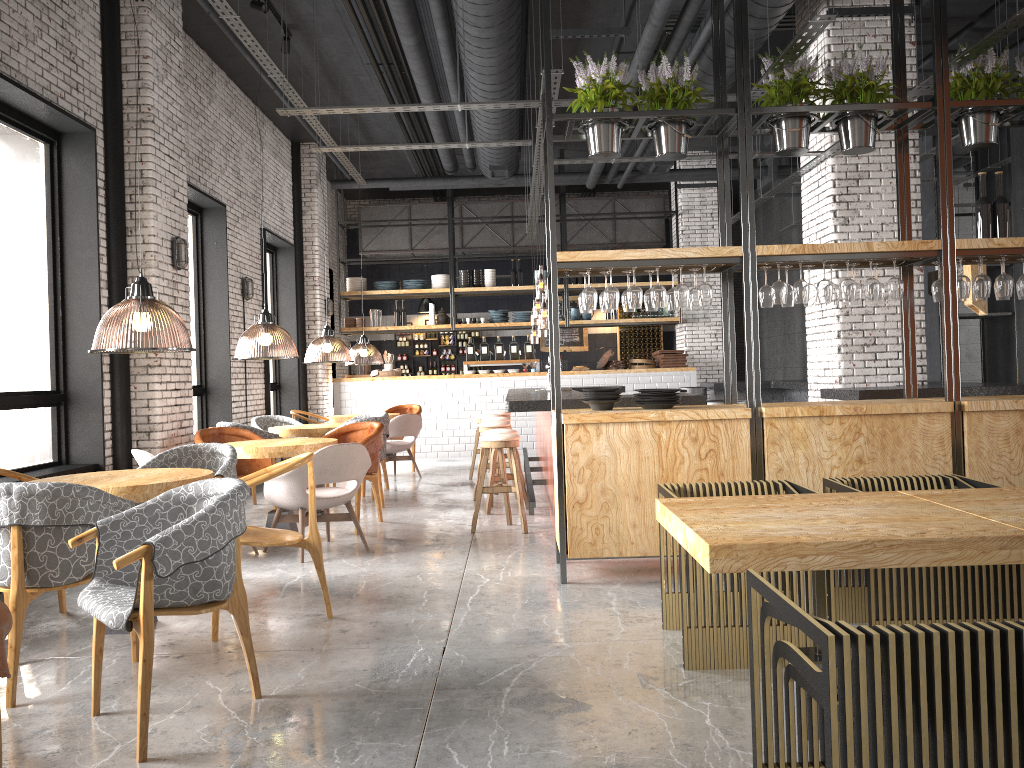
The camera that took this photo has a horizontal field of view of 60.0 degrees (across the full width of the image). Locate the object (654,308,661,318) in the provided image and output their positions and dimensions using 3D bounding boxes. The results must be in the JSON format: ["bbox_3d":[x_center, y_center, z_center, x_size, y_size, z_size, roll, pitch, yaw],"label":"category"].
[{"bbox_3d":[2.431,-1.188,14.836,0.118,0.181,0.118,-2,0,-24],"label":"object"}]

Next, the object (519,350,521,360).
[{"bbox_3d":[0.133,-0.479,14.597,0.024,0.164,0.062,-2,0,-10],"label":"object"}]

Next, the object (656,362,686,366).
[{"bbox_3d":[2.602,-0.330,14.542,0.405,0.044,0.636,-2,1,3],"label":"object"}]

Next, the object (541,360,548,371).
[{"bbox_3d":[0.575,-0.302,14.523,0.181,0.168,0.170,-2,0,10],"label":"object"}]

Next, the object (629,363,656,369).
[{"bbox_3d":[2.147,-0.298,14.554,0.437,0.097,0.437,-2,1,25],"label":"object"}]

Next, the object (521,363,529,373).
[{"bbox_3d":[0.214,-0.268,14.373,0.122,0.165,0.112,-2,0,34],"label":"object"}]

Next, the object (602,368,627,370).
[{"bbox_3d":[1.713,-0.245,14.595,0.458,0.019,0.407,-1,1,35],"label":"object"}]

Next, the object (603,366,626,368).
[{"bbox_3d":[1.707,-0.277,14.596,0.458,0.019,0.407,-1,1,28],"label":"object"}]

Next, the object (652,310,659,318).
[{"bbox_3d":[2.407,-1.370,15.011,0.157,0.554,0.105,-2,0,4],"label":"object"}]

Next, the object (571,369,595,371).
[{"bbox_3d":[1.178,-0.228,14.519,0.406,0.019,0.458,-1,1,42],"label":"object"}]

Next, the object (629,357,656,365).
[{"bbox_3d":[2.148,-0.365,14.557,0.440,0.154,0.437,-2,1,-43],"label":"object"}]

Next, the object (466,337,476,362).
[{"bbox_3d":[-0.688,-0.574,14.681,0.154,0.404,0.154,-2,0,0],"label":"object"}]

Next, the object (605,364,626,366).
[{"bbox_3d":[1.673,-0.308,14.581,0.406,0.019,0.458,-2,1,14],"label":"object"}]

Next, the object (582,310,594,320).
[{"bbox_3d":[1.266,-1.176,14.964,0.166,0.230,0.198,-2,0,-29],"label":"object"}]

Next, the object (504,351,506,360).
[{"bbox_3d":[-0.114,-0.471,14.620,0.031,0.164,0.046,-2,0,25],"label":"object"}]

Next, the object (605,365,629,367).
[{"bbox_3d":[1.699,-0.293,14.596,0.458,0.019,0.406,-2,1,-31],"label":"object"}]

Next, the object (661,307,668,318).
[{"bbox_3d":[2.552,-1.192,14.854,0.118,0.181,0.118,-2,0,-16],"label":"object"}]

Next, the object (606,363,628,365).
[{"bbox_3d":[1.688,-0.325,14.593,0.406,0.019,0.458,-1,1,43],"label":"object"}]

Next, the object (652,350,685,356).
[{"bbox_3d":[2.545,-0.505,14.481,0.406,0.094,0.636,-2,1,-2],"label":"object"}]

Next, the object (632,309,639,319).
[{"bbox_3d":[2.066,-1.176,14.850,0.118,0.181,0.118,-2,0,-36],"label":"object"}]

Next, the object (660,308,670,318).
[{"bbox_3d":[2.597,-1.302,15.025,0.157,0.406,0.105,-2,0,4],"label":"object"}]

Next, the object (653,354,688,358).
[{"bbox_3d":[2.598,-0.462,14.543,0.405,0.044,0.636,-2,1,-6],"label":"object"}]

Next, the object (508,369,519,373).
[{"bbox_3d":[0.024,-0.209,14.343,0.216,0.060,0.324,-2,1,0],"label":"object"}]

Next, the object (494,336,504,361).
[{"bbox_3d":[-0.213,-0.589,14.680,0.154,0.404,0.154,-2,0,0],"label":"object"}]

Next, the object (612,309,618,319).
[{"bbox_3d":[1.736,-1.312,14.995,0.098,0.471,0.098,-2,0,8],"label":"object"}]

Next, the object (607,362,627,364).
[{"bbox_3d":[1.714,-0.342,14.595,0.458,0.019,0.407,-1,1,42],"label":"object"}]

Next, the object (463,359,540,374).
[{"bbox_3d":[-0.164,-0.113,14.676,1.250,0.551,0.315,-2,0,0],"label":"object"}]

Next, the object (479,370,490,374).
[{"bbox_3d":[-0.447,-0.194,14.338,0.216,0.059,0.324,-2,1,0],"label":"object"}]

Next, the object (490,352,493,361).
[{"bbox_3d":[-0.345,-0.464,14.615,0.039,0.164,0.077,-2,-1,45],"label":"object"}]

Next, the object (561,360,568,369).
[{"bbox_3d":[0.802,-0.310,14.615,0.181,0.168,0.170,-2,0,-20],"label":"object"}]

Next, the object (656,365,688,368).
[{"bbox_3d":[2.603,-0.285,14.542,0.405,0.044,0.636,-2,1,-4],"label":"object"}]

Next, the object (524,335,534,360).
[{"bbox_3d":[0.279,-0.605,14.679,0.154,0.404,0.154,-2,0,0],"label":"object"}]

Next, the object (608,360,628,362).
[{"bbox_3d":[1.689,-0.373,14.595,0.458,0.019,0.406,-2,1,-43],"label":"object"}]

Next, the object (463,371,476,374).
[{"bbox_3d":[-0.680,-0.185,14.351,0.216,0.056,0.324,-2,1,0],"label":"object"}]

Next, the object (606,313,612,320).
[{"bbox_3d":[1.629,-1.308,14.995,0.098,0.471,0.098,-2,0,-12],"label":"object"}]

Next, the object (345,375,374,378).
[{"bbox_3d":[-2.514,-0.123,14.624,0.411,0.050,0.411,-2,1,-1],"label":"object"}]

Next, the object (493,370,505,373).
[{"bbox_3d":[-0.207,-0.200,14.360,0.216,0.056,0.324,-2,1,0],"label":"object"}]

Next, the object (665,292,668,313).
[{"bbox_3d":[2.595,-1.378,15.021,0.140,0.550,0.096,-2,0,4],"label":"object"}]

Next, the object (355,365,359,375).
[{"bbox_3d":[-2.529,-0.298,14.522,0.070,0.368,0.107,-2,0,-1],"label":"object"}]

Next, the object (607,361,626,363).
[{"bbox_3d":[1.708,-0.358,14.596,0.458,0.019,0.407,-1,1,33],"label":"object"}]

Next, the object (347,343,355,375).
[{"bbox_3d":[-2.635,-0.388,14.510,0.106,0.554,0.157,-2,0,-1],"label":"object"}]

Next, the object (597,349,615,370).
[{"bbox_3d":[1.524,-0.396,14.489,0.242,0.338,0.488,-2,0,-14],"label":"object"}]

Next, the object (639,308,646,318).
[{"bbox_3d":[2.188,-1.180,14.832,0.118,0.181,0.118,-2,0,-41],"label":"object"}]

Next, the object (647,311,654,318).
[{"bbox_3d":[2.311,-1.184,14.822,0.118,0.181,0.118,-2,0,33],"label":"object"}]

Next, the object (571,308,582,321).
[{"bbox_3d":[1.088,-1.170,14.977,0.198,0.230,0.166,-2,0,7],"label":"object"}]

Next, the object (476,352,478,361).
[{"bbox_3d":[-0.583,-0.456,14.598,0.032,0.164,0.080,-2,0,-28],"label":"object"}]

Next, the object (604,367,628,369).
[{"bbox_3d":[1.729,-0.262,14.588,0.407,0.019,0.458,-2,1,-28],"label":"object"}]

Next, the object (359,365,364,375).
[{"bbox_3d":[-2.463,-0.300,14.523,0.070,0.368,0.107,-2,0,-1],"label":"object"}]

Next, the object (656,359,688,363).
[{"bbox_3d":[2.601,-0.374,14.542,0.405,0.044,0.636,-2,1,-3],"label":"object"}]

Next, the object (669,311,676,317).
[{"bbox_3d":[2.675,-1.195,14.802,0.118,0.181,0.118,-2,0,24],"label":"object"}]

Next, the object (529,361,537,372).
[{"bbox_3d":[0.345,-0.283,14.303,0.128,0.189,0.123,-2,0,9],"label":"object"}]

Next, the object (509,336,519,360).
[{"bbox_3d":[0.030,-0.597,14.676,0.154,0.404,0.154,-2,0,0],"label":"object"}]

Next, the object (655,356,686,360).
[{"bbox_3d":[2.599,-0.418,14.543,0.405,0.044,0.636,-2,1,1],"label":"object"}]

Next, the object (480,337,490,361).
[{"bbox_3d":[-0.456,-0.581,14.672,0.154,0.404,0.154,-2,0,0],"label":"object"}]
